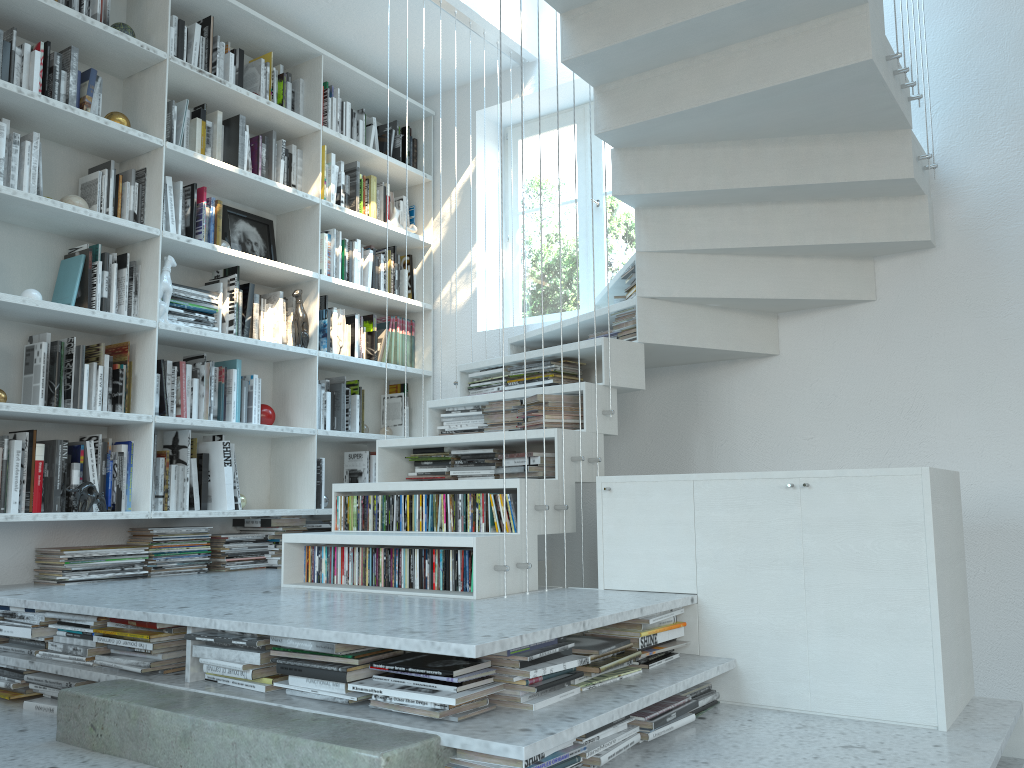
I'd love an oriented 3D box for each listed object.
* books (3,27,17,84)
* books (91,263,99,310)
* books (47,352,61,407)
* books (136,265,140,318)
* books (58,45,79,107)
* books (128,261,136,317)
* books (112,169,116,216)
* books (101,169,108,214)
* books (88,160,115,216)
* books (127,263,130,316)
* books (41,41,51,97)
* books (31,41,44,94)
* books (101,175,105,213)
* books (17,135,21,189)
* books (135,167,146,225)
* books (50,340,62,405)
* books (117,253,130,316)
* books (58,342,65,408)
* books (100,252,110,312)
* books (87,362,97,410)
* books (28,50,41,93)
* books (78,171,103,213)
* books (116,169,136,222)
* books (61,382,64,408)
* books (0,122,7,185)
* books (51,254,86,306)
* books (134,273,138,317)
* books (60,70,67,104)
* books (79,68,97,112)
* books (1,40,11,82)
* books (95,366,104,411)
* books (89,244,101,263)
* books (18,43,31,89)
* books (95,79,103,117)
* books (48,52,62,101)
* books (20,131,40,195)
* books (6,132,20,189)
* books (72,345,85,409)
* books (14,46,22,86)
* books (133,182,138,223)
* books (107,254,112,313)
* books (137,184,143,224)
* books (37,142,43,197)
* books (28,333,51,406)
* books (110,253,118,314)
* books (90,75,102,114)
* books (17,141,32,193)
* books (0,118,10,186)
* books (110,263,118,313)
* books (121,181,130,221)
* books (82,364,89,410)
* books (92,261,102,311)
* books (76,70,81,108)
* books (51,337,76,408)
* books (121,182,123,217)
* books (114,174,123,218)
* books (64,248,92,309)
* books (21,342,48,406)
[{"bbox_3d":[-1.867,-1.150,3.250,0.154,0.284,0.013,-5,-8,34],"label":"books"},{"bbox_3d":[-1.655,-0.350,3.423,0.188,0.209,0.006,-6,-9,34],"label":"books"},{"bbox_3d":[-1.723,-0.003,3.272,0.178,0.215,0.016,-5,-9,34],"label":"books"},{"bbox_3d":[-1.549,-0.349,3.578,0.158,0.245,0.010,-5,-8,34],"label":"books"},{"bbox_3d":[-1.732,-1.131,3.400,0.183,0.285,0.029,-5,-8,34],"label":"books"},{"bbox_3d":[-1.563,-0.356,3.548,0.169,0.252,0.011,-5,-8,34],"label":"books"},{"bbox_3d":[-1.632,-0.724,3.530,0.151,0.243,0.016,-5,-8,34],"label":"books"},{"bbox_3d":[-1.649,-0.722,3.506,0.154,0.232,0.012,-5,-8,34],"label":"books"},{"bbox_3d":[-1.632,-0.739,3.512,0.164,0.267,0.015,-5,-8,34],"label":"books"},{"bbox_3d":[-1.584,-0.352,3.547,0.158,0.244,0.013,-5,-8,34],"label":"books"},{"bbox_3d":[-1.798,-1.137,3.351,0.159,0.284,0.012,-5,-8,34],"label":"books"},{"bbox_3d":[-1.805,-1.131,3.317,0.156,0.264,0.012,-5,-8,34],"label":"books"},{"bbox_3d":[-1.655,-0.709,3.499,0.154,0.205,0.005,-5,-9,34],"label":"books"},{"bbox_3d":[-1.845,-0.771,3.235,0.133,0.261,0.024,-5,-8,34],"label":"books"},{"bbox_3d":[-1.551,-0.731,3.617,0.182,0.277,0.005,-5,-8,34],"label":"books"},{"bbox_3d":[-1.726,-0.024,3.295,0.149,0.262,0.015,-5,-8,34],"label":"books"},{"bbox_3d":[-1.581,-0.371,3.516,0.184,0.273,0.012,-5,-8,34],"label":"books"},{"bbox_3d":[-1.719,-0.021,3.304,0.158,0.258,0.008,-5,-8,34],"label":"books"},{"bbox_3d":[-1.632,-0.372,3.464,0.165,0.263,0.018,-5,-8,34],"label":"books"},{"bbox_3d":[-1.645,0.022,3.390,0.175,0.194,0.015,-6,-9,34],"label":"books"},{"bbox_3d":[-1.807,-1.108,3.282,0.181,0.209,0.021,-6,-9,34],"label":"books"},{"bbox_3d":[-1.665,-0.717,3.493,0.140,0.220,0.015,-5,-8,34],"label":"books"},{"bbox_3d":[-1.581,-0.725,3.579,0.176,0.256,0.016,-5,-8,34],"label":"books"},{"bbox_3d":[-1.723,0.008,3.328,0.122,0.208,0.031,-5,-8,34],"label":"books"},{"bbox_3d":[-1.864,-0.783,3.153,0.182,0.262,0.030,-5,-8,34],"label":"books"},{"bbox_3d":[-1.699,-0.370,3.384,0.153,0.241,0.056,-5,-9,34],"label":"books"},{"bbox_3d":[-1.566,-0.333,3.568,0.164,0.212,0.023,-5,-9,34],"label":"books"},{"bbox_3d":[-1.758,-1.082,3.377,0.176,0.181,0.027,-6,-9,34],"label":"books"},{"bbox_3d":[-1.693,-1.099,3.457,0.171,0.235,0.054,-5,-9,34],"label":"books"},{"bbox_3d":[-1.881,-1.121,3.232,0.142,0.223,0.028,-5,-8,34],"label":"books"},{"bbox_3d":[-1.631,0.029,3.401,0.190,0.182,0.019,-6,-9,34],"label":"books"},{"bbox_3d":[-1.656,-0.389,3.456,0.154,0.295,0.013,-5,-8,34],"label":"books"},{"bbox_3d":[-1.832,-1.123,3.274,0.149,0.236,0.023,-5,-8,34],"label":"books"},{"bbox_3d":[-1.682,-1.087,3.520,0.140,0.229,0.026,-5,-8,34],"label":"books"},{"bbox_3d":[-1.771,-1.113,3.355,0.186,0.237,0.030,-5,-9,34],"label":"books"},{"bbox_3d":[-1.798,-0.774,3.258,0.169,0.272,0.024,-5,-8,34],"label":"books"},{"bbox_3d":[-1.842,-0.767,3.202,0.183,0.244,0.025,-5,-9,34],"label":"books"},{"bbox_3d":[-1.670,-0.013,3.339,0.184,0.250,0.018,-5,-8,34],"label":"books"},{"bbox_3d":[-1.855,-1.114,3.260,0.144,0.216,0.025,-5,-8,34],"label":"books"},{"bbox_3d":[-1.572,-0.698,3.587,0.174,0.204,0.013,-6,-9,34],"label":"books"},{"bbox_3d":[-1.623,-0.368,3.478,0.152,0.259,0.015,-5,-8,34],"label":"books"},{"bbox_3d":[-1.562,-0.696,3.609,0.169,0.206,0.012,-5,-9,34],"label":"books"},{"bbox_3d":[-1.795,-0.758,3.302,0.161,0.254,0.034,-5,-8,34],"label":"books"},{"bbox_3d":[-1.755,-0.039,3.279,0.131,0.289,0.016,-5,-8,34],"label":"books"},{"bbox_3d":[-1.612,-0.372,3.510,0.154,0.274,0.032,-5,-8,34],"label":"books"},{"bbox_3d":[-1.688,-1.086,3.479,0.182,0.216,0.048,-5,-9,34],"label":"books"},{"bbox_3d":[-1.820,-0.755,3.244,0.183,0.232,0.021,-5,-9,34],"label":"books"},{"bbox_3d":[-1.869,-0.793,3.193,0.159,0.295,0.027,-5,-8,34],"label":"books"},{"bbox_3d":[-1.609,-0.350,3.483,0.178,0.224,0.012,-5,-9,34],"label":"books"},{"bbox_3d":[-1.597,-0.698,3.569,0.173,0.201,0.013,-6,-9,34],"label":"books"},{"bbox_3d":[-1.659,0.023,3.350,0.182,0.182,0.018,-6,-9,34],"label":"books"},{"bbox_3d":[-1.650,-0.354,3.432,0.187,0.219,0.013,-6,-9,34],"label":"books"},{"bbox_3d":[-1.727,-1.091,3.428,0.157,0.212,0.030,-5,-9,34],"label":"books"},{"bbox_3d":[-1.699,-0.029,3.346,0.159,0.284,0.007,-5,-8,34],"label":"books"},{"bbox_3d":[-1.614,-0.701,3.566,0.137,0.206,0.012,-5,-8,34],"label":"books"},{"bbox_3d":[-1.618,-0.714,3.553,0.160,0.227,0.016,-5,-8,34],"label":"books"},{"bbox_3d":[-1.673,-0.379,3.413,0.174,0.264,0.021,-5,-8,34],"label":"books"},{"bbox_3d":[-1.754,-0.023,3.255,0.130,0.251,0.019,-5,-8,34],"label":"books"}]
